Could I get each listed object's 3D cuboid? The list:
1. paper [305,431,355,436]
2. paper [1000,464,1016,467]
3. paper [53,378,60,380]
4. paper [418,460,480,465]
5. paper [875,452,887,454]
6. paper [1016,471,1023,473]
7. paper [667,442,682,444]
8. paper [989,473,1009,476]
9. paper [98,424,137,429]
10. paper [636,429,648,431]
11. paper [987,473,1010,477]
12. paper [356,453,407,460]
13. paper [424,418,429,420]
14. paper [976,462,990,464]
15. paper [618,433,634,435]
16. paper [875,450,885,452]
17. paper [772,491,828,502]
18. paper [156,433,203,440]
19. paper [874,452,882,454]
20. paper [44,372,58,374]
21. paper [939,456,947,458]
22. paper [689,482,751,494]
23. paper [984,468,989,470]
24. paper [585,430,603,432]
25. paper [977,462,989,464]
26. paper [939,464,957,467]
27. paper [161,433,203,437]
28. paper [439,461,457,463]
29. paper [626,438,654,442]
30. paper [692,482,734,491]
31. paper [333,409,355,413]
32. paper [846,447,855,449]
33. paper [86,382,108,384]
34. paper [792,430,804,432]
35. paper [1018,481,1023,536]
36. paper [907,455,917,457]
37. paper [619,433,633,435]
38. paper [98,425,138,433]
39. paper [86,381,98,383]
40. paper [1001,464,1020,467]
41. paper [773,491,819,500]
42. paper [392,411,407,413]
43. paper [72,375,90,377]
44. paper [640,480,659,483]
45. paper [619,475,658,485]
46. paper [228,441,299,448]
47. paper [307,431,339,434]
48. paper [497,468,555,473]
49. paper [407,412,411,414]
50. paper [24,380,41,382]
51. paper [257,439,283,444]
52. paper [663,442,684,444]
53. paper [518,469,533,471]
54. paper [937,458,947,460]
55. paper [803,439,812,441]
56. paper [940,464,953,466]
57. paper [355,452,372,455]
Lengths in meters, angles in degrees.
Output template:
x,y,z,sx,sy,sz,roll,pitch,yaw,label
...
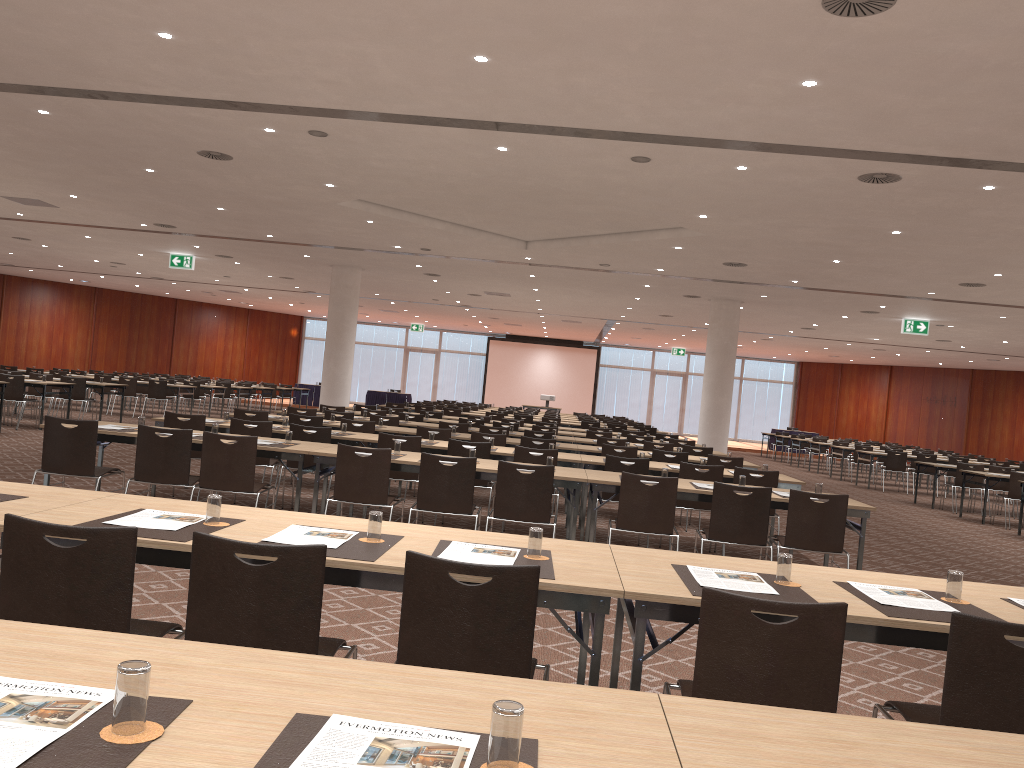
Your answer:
x,y,z,sx,sy,sz,roll,pitch,yaw,label
-1.984,0.530,9.580,0.460,0.003,0.565,5,0,6,paper
11.544,1.888,20.350,0.460,0.003,0.565,5,0,1,paper
-9.176,-0.095,17.948,0.460,0.003,0.565,5,0,4,paper
-0.526,0.654,7.485,0.460,0.003,0.565,5,0,3,paper
8.594,1.605,20.553,0.283,0.006,0.398,5,0,4,paper
9.689,1.685,16.998,0.283,0.006,0.398,5,0,5,paper
2.816,1.021,15.370,0.283,0.006,0.398,5,0,5,paper
8.292,1.539,15.059,0.283,0.006,0.398,5,0,3,paper
-3.456,0.373,7.707,0.283,0.006,0.398,5,0,3,paper
3.071,1.083,20.849,0.283,0.006,0.398,5,0,3,paper
8.328,1.546,14.996,0.460,0.003,0.565,5,0,1,paper
-1.163,0.593,7.489,0.460,0.003,0.565,5,0,4,paper
-1.691,0.599,15.543,0.460,0.003,0.565,5,0,0,paper
10.901,1.827,20.368,0.460,0.003,0.565,5,0,0,paper
2.300,0.990,17.319,0.460,0.003,0.565,5,0,7,paper
9.388,1.698,22.453,0.460,0.003,0.565,5,0,1,paper
2.399,0.930,7.322,0.460,0.003,0.565,5,0,3,paper
-2.762,0.442,7.603,0.460,0.003,0.565,5,0,6,paper
8.651,1.614,20.500,0.460,0.003,0.565,5,0,4,paper
-11.255,-0.270,21.663,0.283,0.006,0.398,5,0,6,paper
11.019,1.852,22.354,0.460,0.003,0.565,5,0,5,paper
1.734,0.867,7.378,0.460,0.003,0.565,5,0,6,paper
9.059,1.625,17.039,0.283,0.006,0.398,5,0,1,paper
1.663,0.930,17.374,0.460,0.003,0.565,5,0,4,paper
10.850,1.819,20.455,0.283,0.006,0.398,5,0,3,paper
8.449,1.571,17.004,0.460,0.003,0.565,5,0,5,paper
-2.819,0.433,7.670,0.283,0.006,0.398,5,0,6,paper
-0.542,0.648,7.535,0.283,0.006,0.398,5,0,4,paper
2.215,0.968,15.353,0.460,0.003,0.565,5,0,2,paper
1.685,0.859,7.438,0.283,0.006,0.398,5,0,1,paper
-2.978,0.477,15.641,0.460,0.003,0.565,5,0,2,paper
8.732,1.636,22.481,0.460,0.003,0.565,5,0,1,paper
-8.529,-0.033,17.943,0.460,0.003,0.565,5,0,0,paper
10.891,1.792,33.950,0.460,0.003,0.565,5,0,3,paper
8.847,2.002,13.117,2.267,0.833,0.953,5,0,3,paper
9.267,1.669,20.537,0.283,0.006,0.398,5,0,6,paper
2.232,0.980,17.416,0.283,0.006,0.398,5,0,6,paper
-3.393,0.383,7.618,0.460,0.003,0.565,5,0,6,paper
-8.587,-0.042,17.977,0.283,0.006,0.398,5,0,2,paper
11.487,1.879,20.398,0.283,0.006,0.398,5,0,2,paper
2.346,0.921,7.356,0.283,0.006,0.398,5,0,3,paper
-2.249,0.556,17.637,0.283,0.006,0.398,5,0,4,paper
-10.563,-0.201,21.564,0.460,0.003,0.565,5,0,4,paper
1.080,0.802,7.470,0.283,0.006,0.398,5,0,3,paper
1.132,0.810,7.412,0.460,0.003,0.565,5,0,6,paper
-2.100,0.505,7.556,0.460,0.003,0.565,5,0,1,paper
-2.057,0.519,9.617,0.283,0.006,0.398,5,0,5,paper
0.130,0.716,7.470,0.460,0.003,0.565,5,0,5,paper
-2.233,0.562,17.590,0.460,0.003,0.565,5,0,2,paper
-8.636,-0.057,15.949,0.460,0.003,0.565,5,0,2,paper
-2.162,0.496,7.638,0.283,0.006,0.398,5,0,5,paper
2.819,1.025,15.278,0.460,0.003,0.565,5,0,4,paper
0.116,0.711,7.503,0.283,0.006,0.398,5,0,6,paper
9.865,1.725,20.467,0.283,0.006,0.398,5,0,3,paper
8.947,1.684,26.469,0.460,0.003,0.565,5,0,2,paper
8.381,1.561,17.048,0.283,0.006,0.398,5,0,2,paper
-1.185,0.588,7.570,0.283,0.006,0.398,5,0,2,paper
